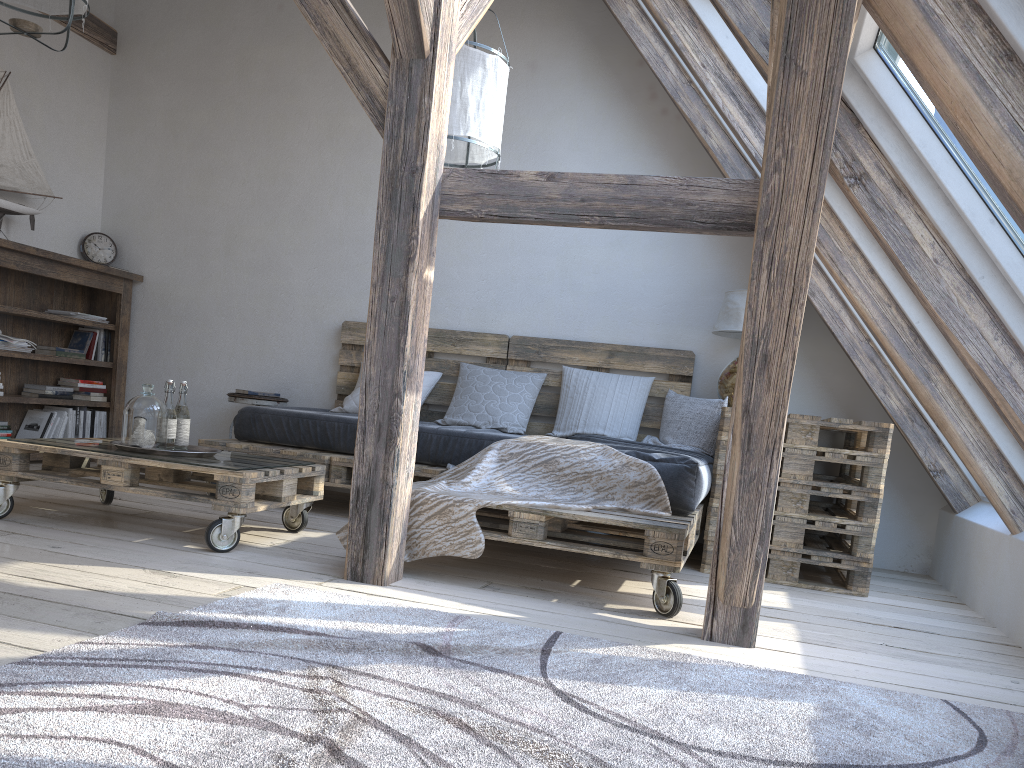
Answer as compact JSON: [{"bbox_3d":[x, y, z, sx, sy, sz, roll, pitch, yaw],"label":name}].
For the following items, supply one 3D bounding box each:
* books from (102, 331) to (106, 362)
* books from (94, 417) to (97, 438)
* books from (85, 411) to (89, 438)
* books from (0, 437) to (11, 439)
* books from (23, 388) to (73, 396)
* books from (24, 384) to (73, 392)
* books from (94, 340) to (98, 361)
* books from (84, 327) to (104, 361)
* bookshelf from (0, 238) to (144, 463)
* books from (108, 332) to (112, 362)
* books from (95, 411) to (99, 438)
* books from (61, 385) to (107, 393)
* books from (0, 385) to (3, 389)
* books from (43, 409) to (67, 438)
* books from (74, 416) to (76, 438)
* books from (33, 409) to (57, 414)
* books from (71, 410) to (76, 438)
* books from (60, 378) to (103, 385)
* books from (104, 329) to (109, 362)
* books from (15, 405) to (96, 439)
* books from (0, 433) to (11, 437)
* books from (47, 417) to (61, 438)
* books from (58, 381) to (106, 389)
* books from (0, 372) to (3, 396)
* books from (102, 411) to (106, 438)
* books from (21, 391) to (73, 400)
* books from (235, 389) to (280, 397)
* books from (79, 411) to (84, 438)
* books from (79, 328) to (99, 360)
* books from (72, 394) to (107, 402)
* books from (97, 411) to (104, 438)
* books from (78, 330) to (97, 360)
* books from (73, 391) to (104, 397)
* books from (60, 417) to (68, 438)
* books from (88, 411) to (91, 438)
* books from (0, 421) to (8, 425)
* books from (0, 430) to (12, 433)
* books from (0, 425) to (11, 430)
[{"bbox_3d":[-2.584,-0.237,5.452,0.139,0.187,0.020,7,5,15],"label":"books"},{"bbox_3d":[-2.626,0.288,5.427,0.139,0.187,0.018,7,5,15],"label":"books"},{"bbox_3d":[-2.645,0.266,5.345,0.156,0.222,0.017,7,5,15],"label":"books"},{"bbox_3d":[-2.846,0.285,4.727,0.157,0.021,0.224,6,-2,11],"label":"books"},{"bbox_3d":[-2.704,0.045,5.130,0.159,0.023,0.211,6,-2,15],"label":"books"},{"bbox_3d":[-2.701,0.023,5.130,0.151,0.024,0.227,6,-2,11],"label":"books"},{"bbox_3d":[-2.600,-0.233,5.414,0.116,0.174,0.018,7,5,14],"label":"books"},{"bbox_3d":[-2.587,-0.246,5.433,0.134,0.203,0.021,7,5,14],"label":"books"},{"bbox_3d":[-2.740,-0.151,4.801,0.347,1.182,1.622,8,1,16],"label":"bookshelf"},{"bbox_3d":[-2.571,-0.235,5.500,0.139,0.187,0.020,7,5,15],"label":"books"},{"bbox_3d":[-2.637,0.270,5.450,0.157,0.221,0.021,7,5,15],"label":"books"},{"bbox_3d":[-2.618,0.030,5.376,0.160,0.026,0.203,6,-2,23],"label":"books"},{"bbox_3d":[-2.825,0.003,4.619,0.156,0.017,0.219,6,-2,20],"label":"books"},{"bbox_3d":[-2.706,0.256,5.145,0.156,0.214,0.090,7,4,15],"label":"books"},{"bbox_3d":[-2.673,0.277,5.257,0.139,0.187,0.018,7,5,15],"label":"books"},{"bbox_3d":[-2.751,0.253,5.110,0.156,0.207,0.107,7,4,15],"label":"books"},{"bbox_3d":[-2.675,0.259,5.237,0.156,0.222,0.017,7,5,15],"label":"books"},{"bbox_3d":[-2.636,-0.017,5.387,0.142,0.019,0.201,6,-2,15],"label":"books"},{"bbox_3d":[-2.569,-0.242,5.469,0.135,0.202,0.021,7,5,14],"label":"books"},{"bbox_3d":[-2.705,0.243,5.223,0.201,0.250,0.410,7,0,16],"label":"books"},{"bbox_3d":[-2.843,0.264,4.725,0.157,0.021,0.224,6,-2,16],"label":"books"},{"bbox_3d":[-2.718,0.272,5.114,0.139,0.176,0.094,7,4,15],"label":"books"},{"bbox_3d":[-2.623,0.005,5.367,0.157,0.021,0.219,6,-2,19],"label":"books"},{"bbox_3d":[-2.880,-0.037,4.463,0.205,0.152,0.548,6,-1,15],"label":"books"},{"bbox_3d":[-2.604,0.275,5.494,0.156,0.222,0.036,7,5,15],"label":"books"},{"bbox_3d":[-2.707,0.069,5.125,0.151,0.024,0.228,6,-2,24],"label":"books"},{"bbox_3d":[-1.469,0.053,5.085,0.148,0.021,0.205,5,-2,44],"label":"books"},{"bbox_3d":[-2.662,0.263,5.307,0.157,0.221,0.021,7,5,15],"label":"books"},{"bbox_3d":[-2.604,-0.245,5.382,0.138,0.193,0.050,7,5,14],"label":"books"},{"bbox_3d":[-2.623,0.080,5.376,0.218,0.031,0.161,6,-2,8],"label":"books"},{"bbox_3d":[-2.614,0.273,5.467,0.157,0.221,0.021,7,5,15],"label":"books"},{"bbox_3d":[-2.608,-0.238,5.357,0.139,0.177,0.059,7,5,13],"label":"books"},{"bbox_3d":[-2.628,0.053,5.369,0.204,0.021,0.149,6,-2,4],"label":"books"},{"bbox_3d":[-2.694,0.273,5.179,0.139,0.185,0.065,7,5,15],"label":"books"},{"bbox_3d":[-2.654,0.266,5.386,0.157,0.221,0.021,7,5,15],"label":"books"},{"bbox_3d":[-2.844,0.205,4.736,0.132,0.021,0.199,6,-2,14],"label":"books"},{"bbox_3d":[-2.852,0.246,4.735,0.172,0.013,0.230,6,-2,18],"label":"books"},{"bbox_3d":[-2.852,0.227,4.733,0.174,0.025,0.220,6,-2,10],"label":"books"}]
